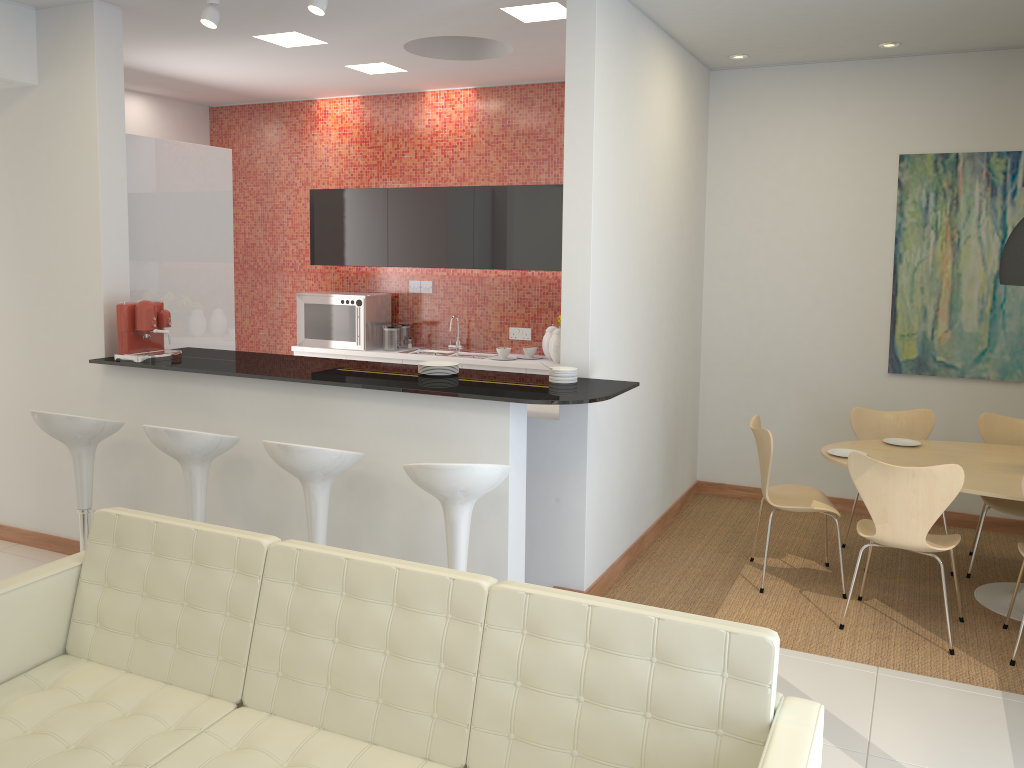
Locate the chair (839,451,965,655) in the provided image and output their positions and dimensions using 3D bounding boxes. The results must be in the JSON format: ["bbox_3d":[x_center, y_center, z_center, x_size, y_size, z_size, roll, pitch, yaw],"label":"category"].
[{"bbox_3d":[1.957,0.774,4.395,0.522,0.902,0.518,5,7,32],"label":"chair"}]

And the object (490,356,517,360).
[{"bbox_3d":[-0.068,-0.203,7.050,0.218,0.014,0.220,-3,10,-25],"label":"object"}]

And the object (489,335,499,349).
[{"bbox_3d":[-0.121,-0.302,7.076,0.165,0.177,0.011,6,8,38],"label":"object"}]

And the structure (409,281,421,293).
[{"bbox_3d":[-0.850,-0.851,7.752,0.114,0.104,0.013,4,6,25],"label":"structure"}]

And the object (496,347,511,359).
[{"bbox_3d":[-0.067,-0.243,7.046,0.121,0.083,0.121,-7,11,-45],"label":"object"}]

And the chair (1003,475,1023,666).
[{"bbox_3d":[2.595,0.832,4.069,0.522,0.902,0.518,4,7,25],"label":"chair"}]

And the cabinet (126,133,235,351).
[{"bbox_3d":[-2.916,-0.366,6.106,1.639,2.509,1.062,4,7,25],"label":"cabinet"}]

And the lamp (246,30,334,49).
[{"bbox_3d":[-1.443,-2.261,5.774,0.409,0.034,0.411,5,10,25],"label":"lamp"}]

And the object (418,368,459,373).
[{"bbox_3d":[-0.379,-0.071,4.563,0.210,0.015,0.211,-3,9,-21],"label":"object"}]

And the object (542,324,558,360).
[{"bbox_3d":[0.321,-0.332,7.033,0.159,0.282,0.160,-1,6,-13],"label":"object"}]

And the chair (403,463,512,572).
[{"bbox_3d":[-0.230,0.784,3.757,0.457,1.015,0.467,2,6,11],"label":"chair"}]

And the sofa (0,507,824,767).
[{"bbox_3d":[-0.583,1.037,2.354,2.568,0.917,1.006,5,8,25],"label":"sofa"}]

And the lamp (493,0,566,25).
[{"bbox_3d":[0.160,-2.127,5.031,0.409,0.034,0.411,5,10,25],"label":"lamp"}]

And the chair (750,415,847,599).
[{"bbox_3d":[1.605,0.670,5.038,0.516,0.902,0.524,2,6,9],"label":"chair"}]

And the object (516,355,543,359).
[{"bbox_3d":[0.144,-0.213,7.131,0.219,0.014,0.219,6,10,30],"label":"object"}]

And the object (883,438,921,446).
[{"bbox_3d":[2.334,0.352,5.300,0.211,0.015,0.211,-7,12,-42],"label":"object"}]

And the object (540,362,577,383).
[{"bbox_3d":[0.237,-0.064,4.373,0.173,0.097,0.141,3,8,18],"label":"object"}]

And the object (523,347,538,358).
[{"bbox_3d":[0.145,-0.253,7.127,0.121,0.083,0.122,-1,8,-10],"label":"object"}]

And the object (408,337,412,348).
[{"bbox_3d":[-0.878,-0.354,7.627,0.037,0.092,0.037,3,7,25],"label":"object"}]

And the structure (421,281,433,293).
[{"bbox_3d":[-0.742,-0.843,7.705,0.114,0.104,0.008,4,6,25],"label":"structure"}]

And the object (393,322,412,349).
[{"bbox_3d":[-0.958,-0.424,7.744,0.172,0.214,0.172,7,9,43],"label":"object"}]

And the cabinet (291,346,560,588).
[{"bbox_3d":[-0.740,0.383,6.439,3.340,0.979,2.508,5,9,25],"label":"cabinet"}]

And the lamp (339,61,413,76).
[{"bbox_3d":[-1.021,-2.394,6.673,0.409,0.034,0.411,5,10,25],"label":"lamp"}]

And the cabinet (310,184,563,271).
[{"bbox_3d":[-0.230,-1.273,7.232,3.247,0.656,0.353,5,7,25],"label":"cabinet"}]

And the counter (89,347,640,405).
[{"bbox_3d":[-0.868,-0.063,4.661,2.968,0.019,0.739,5,10,25],"label":"counter"}]

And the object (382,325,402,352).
[{"bbox_3d":[-1.020,-0.390,7.517,0.172,0.214,0.172,7,9,43],"label":"object"}]

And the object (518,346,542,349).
[{"bbox_3d":[0.142,-0.295,7.103,0.234,0.009,0.008,-6,9,-35],"label":"object"}]

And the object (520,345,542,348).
[{"bbox_3d":[0.150,-0.300,7.130,0.234,0.009,0.008,-7,10,-40],"label":"object"}]

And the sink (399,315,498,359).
[{"bbox_3d":[-0.506,-0.301,7.376,0.809,0.534,0.419,4,8,25],"label":"sink"}]

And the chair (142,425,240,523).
[{"bbox_3d":[-1.558,0.674,4.369,0.458,1.015,0.466,5,7,36],"label":"chair"}]

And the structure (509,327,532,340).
[{"bbox_3d":[0.069,-0.416,7.355,0.198,0.098,0.016,4,7,25],"label":"structure"}]

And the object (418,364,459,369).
[{"bbox_3d":[-0.378,-0.092,4.562,0.210,0.015,0.211,-3,9,-21],"label":"object"}]

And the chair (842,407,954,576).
[{"bbox_3d":[2.346,0.628,5.375,0.521,0.902,0.519,1,6,4],"label":"chair"}]

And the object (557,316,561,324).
[{"bbox_3d":[0.599,-0.369,6.732,0.523,0.446,0.505,5,8,27],"label":"object"}]

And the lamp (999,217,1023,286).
[{"bbox_3d":[2.858,-1.245,4.496,0.595,1.485,0.597,4,7,27],"label":"lamp"}]

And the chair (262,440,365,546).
[{"bbox_3d":[-0.895,0.729,4.062,0.458,1.015,0.466,5,7,36],"label":"chair"}]

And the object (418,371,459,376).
[{"bbox_3d":[-0.379,-0.058,4.565,0.210,0.015,0.211,-3,9,-21],"label":"object"}]

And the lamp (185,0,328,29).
[{"bbox_3d":[-0.965,-1.923,4.368,1.824,0.198,0.113,5,7,25],"label":"lamp"}]

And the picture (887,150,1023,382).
[{"bbox_3d":[3.418,-0.755,5.745,1.741,1.498,0.020,4,6,25],"label":"picture"}]

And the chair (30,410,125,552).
[{"bbox_3d":[-2.277,0.613,4.702,0.458,1.015,0.466,5,7,36],"label":"chair"}]

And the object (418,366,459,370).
[{"bbox_3d":[-0.378,-0.085,4.562,0.210,0.015,0.211,-3,9,-21],"label":"object"}]

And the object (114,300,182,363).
[{"bbox_3d":[-2.000,-0.306,4.981,0.321,0.335,0.322,4,8,25],"label":"object"}]

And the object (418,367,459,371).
[{"bbox_3d":[-0.378,-0.078,4.563,0.210,0.015,0.211,-3,9,-21],"label":"object"}]

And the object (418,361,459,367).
[{"bbox_3d":[-0.378,-0.099,4.561,0.210,0.015,0.211,-3,9,-21],"label":"object"}]

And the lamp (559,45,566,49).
[{"bbox_3d":[0.581,-2.260,5.931,0.409,0.034,0.411,5,10,25],"label":"lamp"}]

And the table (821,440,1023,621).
[{"bbox_3d":[2.821,0.823,4.711,2.265,0.725,1.286,5,9,25],"label":"table"}]

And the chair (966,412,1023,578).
[{"bbox_3d":[2.985,0.666,5.180,0.522,0.902,0.518,4,7,29],"label":"chair"}]

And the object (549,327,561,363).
[{"bbox_3d":[0.366,-0.303,6.849,0.159,0.282,0.160,-1,6,-13],"label":"object"}]

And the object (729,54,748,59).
[{"bbox_3d":[1.560,-2.253,6.100,0.129,0.010,0.130,-2,9,-20],"label":"object"}]

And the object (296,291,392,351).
[{"bbox_3d":[-1.482,-0.561,7.773,0.723,0.468,0.438,4,8,25],"label":"object"}]

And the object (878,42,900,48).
[{"bbox_3d":[2.427,-2.180,5.698,0.129,0.010,0.130,-2,9,-20],"label":"object"}]

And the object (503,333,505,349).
[{"bbox_3d":[-0.061,-0.306,7.099,0.009,0.194,0.140,0,7,-6],"label":"object"}]

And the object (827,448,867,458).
[{"bbox_3d":[1.888,0.394,4.991,0.211,0.015,0.211,-7,12,-42],"label":"object"}]

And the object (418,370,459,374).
[{"bbox_3d":[-0.379,-0.064,4.564,0.210,0.015,0.211,-3,9,-21],"label":"object"}]
